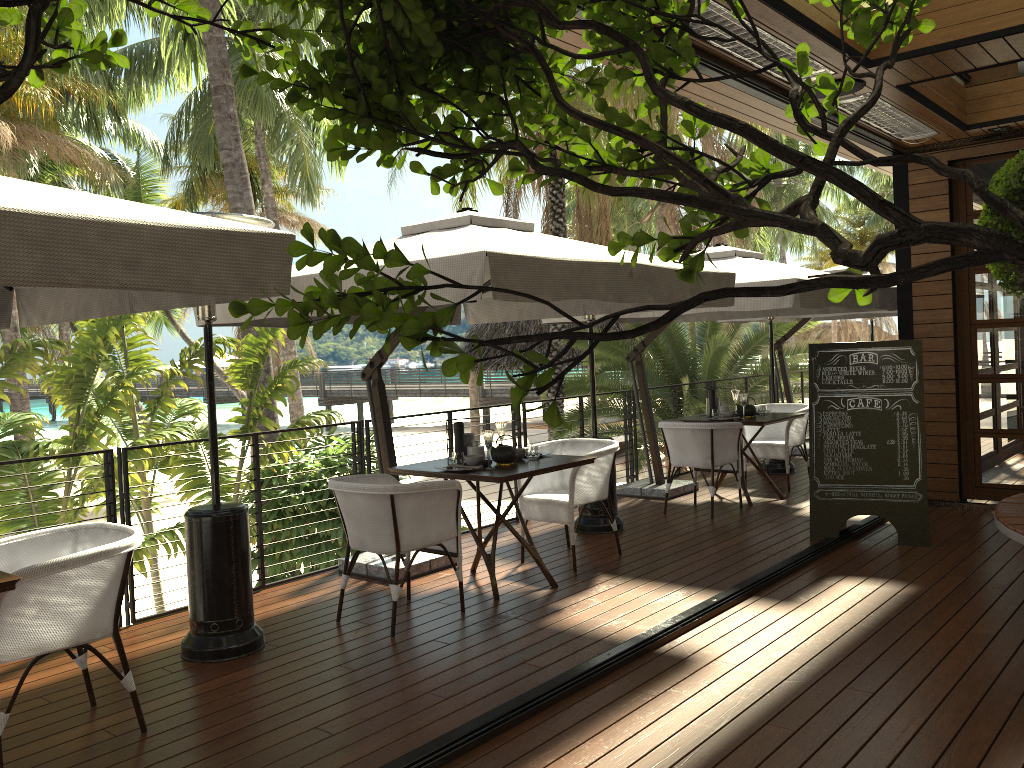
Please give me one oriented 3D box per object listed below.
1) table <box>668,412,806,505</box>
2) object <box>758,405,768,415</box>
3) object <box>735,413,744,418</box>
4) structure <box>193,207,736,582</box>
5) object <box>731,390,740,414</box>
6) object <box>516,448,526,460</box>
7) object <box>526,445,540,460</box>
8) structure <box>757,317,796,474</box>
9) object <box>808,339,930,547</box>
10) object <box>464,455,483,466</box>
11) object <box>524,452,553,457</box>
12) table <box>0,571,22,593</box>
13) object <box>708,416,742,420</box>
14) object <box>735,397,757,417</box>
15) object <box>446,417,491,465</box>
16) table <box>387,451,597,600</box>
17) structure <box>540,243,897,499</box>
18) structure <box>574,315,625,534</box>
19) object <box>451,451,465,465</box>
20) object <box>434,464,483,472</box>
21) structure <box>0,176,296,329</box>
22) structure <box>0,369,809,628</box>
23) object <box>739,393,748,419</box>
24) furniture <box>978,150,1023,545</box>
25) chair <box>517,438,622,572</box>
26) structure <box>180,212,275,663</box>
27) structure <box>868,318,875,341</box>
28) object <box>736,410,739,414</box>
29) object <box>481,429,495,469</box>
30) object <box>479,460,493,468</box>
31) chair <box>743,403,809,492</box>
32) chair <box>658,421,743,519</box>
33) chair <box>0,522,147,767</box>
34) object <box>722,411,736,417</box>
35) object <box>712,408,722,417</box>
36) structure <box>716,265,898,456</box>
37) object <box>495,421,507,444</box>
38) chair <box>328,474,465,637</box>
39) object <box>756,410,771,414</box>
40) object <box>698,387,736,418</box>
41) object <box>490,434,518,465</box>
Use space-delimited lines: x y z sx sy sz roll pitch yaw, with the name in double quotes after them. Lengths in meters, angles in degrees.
2.073 0.669 8.099 0.931 0.749 0.932 -1 2 40 "table"
2.298 0.240 8.133 0.086 0.086 0.086 -1 2 45 "object"
2.015 0.285 7.855 0.080 0.042 0.080 -1 2 31 "object"
-0.224 0.077 5.504 2.413 2.332 2.415 -1 2 40 "structure"
2.102 0.168 8.329 0.082 0.227 0.082 -1 2 41 "object"
0.035 0.444 5.602 0.116 0.065 0.116 -1 2 38 "object"
0.130 0.431 5.544 0.086 0.086 0.086 -1 2 45 "object"
2.819 -0.144 9.594 0.699 2.191 0.700 -2 1 28 "structure"
2.587 0.387 6.454 0.768 1.396 0.772 -2 1 24 "object"
-0.230 0.465 5.329 0.116 0.065 0.116 -1 2 38 "object"
0.100 0.455 5.754 0.294 0.025 0.170 -1 3 40 "object"
-2.272 1.051 2.911 0.931 0.749 0.932 -1 2 40 "table"
1.875 0.303 7.767 0.294 0.025 0.170 -1 3 40 "object"
2.120 0.206 7.994 0.168 0.179 0.163 -1 2 38 "object"
-0.279 0.358 5.596 0.263 0.264 0.263 -3 2 -5 "object"
-0.099 0.860 5.505 0.931 0.749 0.932 -1 2 40 "table"
1.943 -0.114 8.091 2.413 2.332 2.415 -1 2 40 "structure"
0.639 0.048 6.990 0.699 2.191 0.700 -2 1 28 "structure"
-0.328 0.456 5.383 0.086 0.086 0.086 -1 2 45 "object"
-0.293 0.494 5.178 0.294 0.025 0.170 -1 3 40 "object"
-2.390 0.268 2.918 2.413 2.332 2.415 -1 2 40 "structure"
-3.833 1.079 2.894 0.163 1.153 26.285 -2 2 40 "structure"
2.034 0.191 7.776 0.082 0.227 0.082 -1 2 41 "object"
3.536 -0.195 3.797 2.569 2.721 2.720 -2 2 5 "furniture"
0.410 0.799 6.067 0.627 0.788 0.617 -1 2 41 "chair"
-1.498 0.236 4.440 0.699 2.191 0.700 -2 1 28 "structure"
4.940 -0.331 12.126 0.699 2.191 0.700 -2 1 28 "structure"
2.127 0.265 8.254 0.080 0.042 0.080 -1 2 31 "object"
-0.134 0.382 5.187 0.082 0.227 0.082 -2 1 29 "object"
-0.153 0.476 5.266 0.080 0.042 0.080 -2 2 1 "object"
2.611 0.605 8.695 0.627 0.788 0.617 -1 2 41 "chair"
1.595 0.693 7.521 0.627 0.788 0.617 -1 2 41 "chair"
-1.782 0.992 3.450 0.627 0.788 0.617 -1 2 41 "chair"
1.938 0.274 7.917 0.116 0.065 0.116 -1 3 44 "object"
1.841 0.265 7.972 0.086 0.086 0.086 -1 2 45 "object"
4.109 -0.305 10.678 2.413 2.332 2.415 -1 2 40 "structure"
-0.067 0.359 5.740 0.082 0.227 0.082 -1 2 41 "object"
-0.643 0.890 4.849 0.627 0.788 0.617 -1 2 41 "chair"
2.269 0.264 8.343 0.294 0.025 0.170 -1 3 40 "object"
1.889 0.167 8.185 0.263 0.264 0.263 -3 2 -5 "object"
-0.048 0.397 5.402 0.163 0.179 0.168 -1 2 42 "object"
